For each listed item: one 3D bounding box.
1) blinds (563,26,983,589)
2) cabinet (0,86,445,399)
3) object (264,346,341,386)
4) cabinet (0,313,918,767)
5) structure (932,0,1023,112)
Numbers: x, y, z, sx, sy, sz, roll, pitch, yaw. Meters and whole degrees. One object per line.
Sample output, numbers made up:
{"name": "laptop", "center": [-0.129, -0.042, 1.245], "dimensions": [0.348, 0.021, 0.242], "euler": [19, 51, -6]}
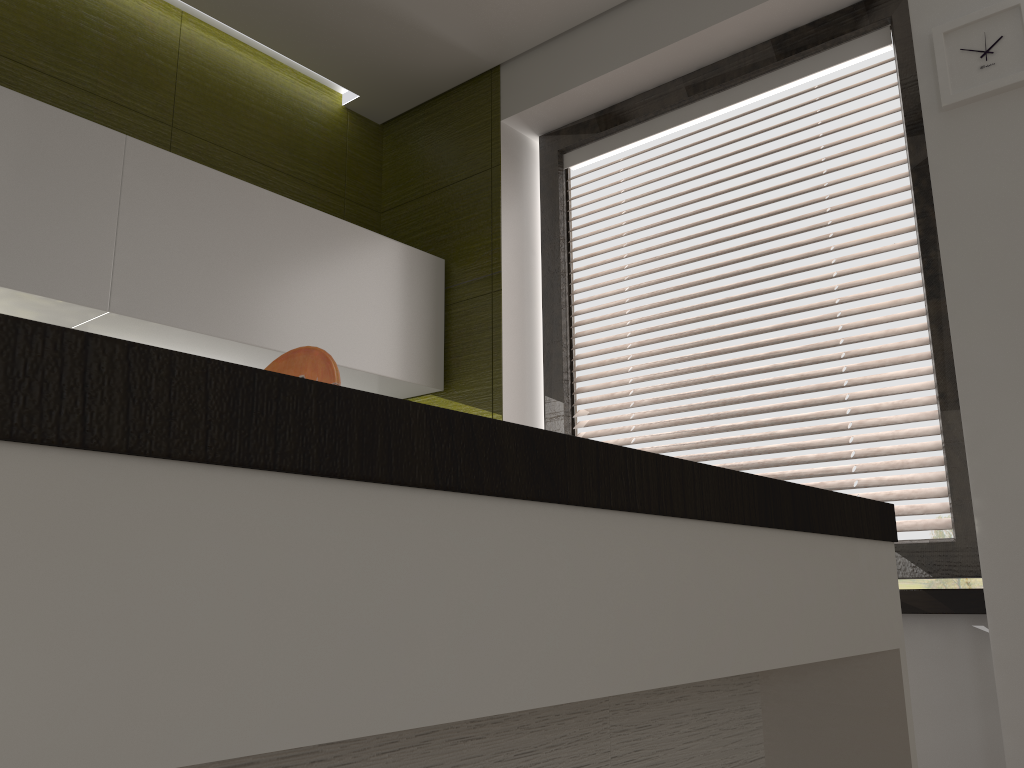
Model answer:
{"name": "blinds", "center": [0.245, -1.697, 6.998], "dimensions": [16.000, 12.704, 9.030], "euler": [2, -14, -10]}
{"name": "cabinet", "center": [-1.497, 0.331, 1.463], "dimensions": [0.724, 2.089, 3.471], "euler": [-11, -17, 39]}
{"name": "object", "center": [-0.279, 0.036, 1.088], "dimensions": [0.184, 0.178, 0.055], "euler": [-10, -16, 35]}
{"name": "cabinet", "center": [-0.655, 0.523, 0.234], "dimensions": [0.663, 1.134, 2.947], "euler": [-11, -17, 39]}
{"name": "structure", "center": [0.946, -0.660, 1.767], "dimensions": [0.180, 0.180, 0.026], "euler": [-11, -17, 39]}
